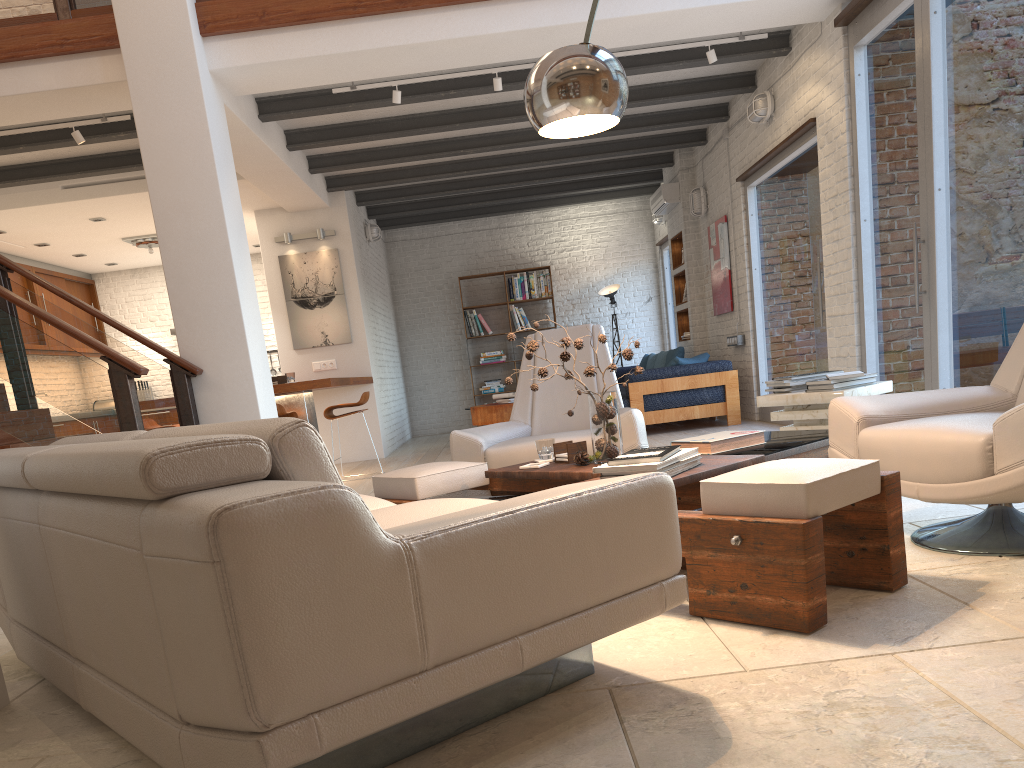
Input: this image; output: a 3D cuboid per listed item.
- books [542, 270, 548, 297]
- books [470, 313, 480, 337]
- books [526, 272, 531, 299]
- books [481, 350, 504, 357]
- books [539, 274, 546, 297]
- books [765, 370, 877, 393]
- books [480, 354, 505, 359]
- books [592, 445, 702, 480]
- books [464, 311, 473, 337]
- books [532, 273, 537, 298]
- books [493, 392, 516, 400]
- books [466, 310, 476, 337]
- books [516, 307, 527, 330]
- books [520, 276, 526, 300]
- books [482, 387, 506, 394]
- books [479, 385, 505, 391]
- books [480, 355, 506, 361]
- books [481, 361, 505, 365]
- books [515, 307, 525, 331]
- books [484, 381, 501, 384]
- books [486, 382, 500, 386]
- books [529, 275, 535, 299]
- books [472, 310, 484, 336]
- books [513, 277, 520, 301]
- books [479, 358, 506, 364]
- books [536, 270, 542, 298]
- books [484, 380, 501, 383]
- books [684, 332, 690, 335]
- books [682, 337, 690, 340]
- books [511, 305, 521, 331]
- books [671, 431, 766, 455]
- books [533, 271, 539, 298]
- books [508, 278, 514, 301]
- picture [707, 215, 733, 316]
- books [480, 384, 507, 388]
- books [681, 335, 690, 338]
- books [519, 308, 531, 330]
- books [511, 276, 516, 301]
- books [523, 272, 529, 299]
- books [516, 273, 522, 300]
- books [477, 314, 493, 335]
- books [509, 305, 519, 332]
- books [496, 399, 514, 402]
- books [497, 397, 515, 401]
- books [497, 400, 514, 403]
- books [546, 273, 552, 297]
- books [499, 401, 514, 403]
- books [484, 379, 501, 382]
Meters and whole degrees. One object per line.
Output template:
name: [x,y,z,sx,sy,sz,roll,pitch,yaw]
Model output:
books: [0.481,-1.442,12.608,0.036,0.393,0.237,-7,8,-1]
books: [-0.542,-0.854,12.731,0.102,0.342,0.248,-7,7,-1]
books: [0.237,-1.411,12.610,0.036,0.393,0.237,-7,8,-1]
books: [-0.287,-0.442,12.787,0.327,0.057,0.250,-7,1,2]
books: [0.437,-1.408,12.608,0.055,0.337,0.248,-7,7,-1]
books: [1.632,-0.015,4.507,0.386,0.081,0.562,-7,1,-16]
books: [-0.290,-0.403,12.797,0.355,0.021,0.267,-7,1,-2]
books: [0.477,0.271,2.989,0.251,0.076,0.391,-6,2,32]
books: [-0.632,-0.868,12.701,0.091,0.394,0.237,-7,8,-1]
books: [0.324,-1.409,12.611,0.021,0.367,0.265,-7,7,-1]
books: [-0.008,0.151,9.840,0.323,0.111,0.266,-6,3,32]
books: [-0.596,-0.873,12.708,0.091,0.394,0.237,-7,8,-1]
books: [0.138,-0.945,12.707,0.125,0.357,0.265,-7,7,-1]
books: [0.157,-1.374,12.626,0.055,0.337,0.248,-7,7,-1]
books: [-0.263,0.099,12.884,0.327,0.057,0.249,-7,1,10]
books: [-0.289,0.056,12.883,0.380,0.037,0.239,-7,1,0]
books: [-0.284,-0.374,12.783,0.379,0.037,0.240,-7,1,-6]
books: [-0.278,-0.309,12.808,0.356,0.021,0.267,-7,1,0]
books: [0.117,-0.942,12.698,0.125,0.357,0.265,-7,7,-1]
books: [-0.291,-0.026,12.888,0.236,0.019,0.168,-7,1,-7]
books: [-0.282,0.000,12.886,0.206,0.034,0.130,-7,2,0]
books: [0.287,-1.389,12.600,0.055,0.337,0.248,-7,7,-1]
books: [-0.489,-0.884,12.695,0.121,0.390,0.237,-7,8,-1]
books: [0.064,-1.362,12.608,0.055,0.337,0.248,-7,7,-1]
books: [-0.291,-0.336,12.797,0.379,0.037,0.240,-7,1,-5]
books: [0.388,-1.430,12.608,0.036,0.393,0.237,-7,8,-1]
books: [-0.286,-0.040,12.878,0.242,0.008,0.153,-7,1,0]
books: [2.185,-0.621,10.730,0.133,0.034,0.201,-7,1,10]
books: [2.182,-0.567,10.746,0.163,0.017,0.246,-7,1,10]
books: [0.062,-0.952,12.685,0.103,0.393,0.237,-7,8,-1]
books: [0.908,0.257,3.843,0.322,0.057,0.253,-8,2,-30]
books: [0.351,-1.426,12.622,0.036,0.393,0.237,-7,8,-1]
books: [-0.013,-1.352,12.627,0.055,0.337,0.248,-7,7,-1]
picture: [2.217,-1.237,9.296,0.019,0.982,0.725,-7,7,-1]
books: [-0.277,0.026,12.868,0.378,0.019,0.240,-7,1,-7]
books: [2.187,-0.594,10.728,0.171,0.019,0.232,-7,1,2]
books: [0.187,-0.941,12.694,0.158,0.337,0.248,-7,7,0]
books: [0.024,-1.371,12.623,0.021,0.367,0.265,-7,7,-1]
books: [0.201,-1.407,12.600,0.036,0.393,0.237,-7,8,-1]
books: [0.107,-1.395,12.606,0.036,0.393,0.237,-7,8,-1]
books: [-0.394,-0.865,12.723,0.195,0.326,0.248,-7,7,0]
books: [0.024,-0.948,12.709,0.101,0.393,0.237,-7,8,-1]
books: [0.009,0.174,9.775,0.249,0.011,0.317,-8,1,-31]
books: [0.007,0.163,9.765,0.249,0.011,0.316,-8,1,-26]
books: [0.016,0.183,9.795,0.249,0.011,0.317,-8,1,-31]
books: [0.533,-1.421,12.629,0.055,0.337,0.248,-7,7,-1]
books: [0.020,0.194,9.782,0.250,0.011,0.315,-7,1,-21]
books: [-0.285,-0.053,12.863,0.252,0.017,0.159,-7,1,0]
